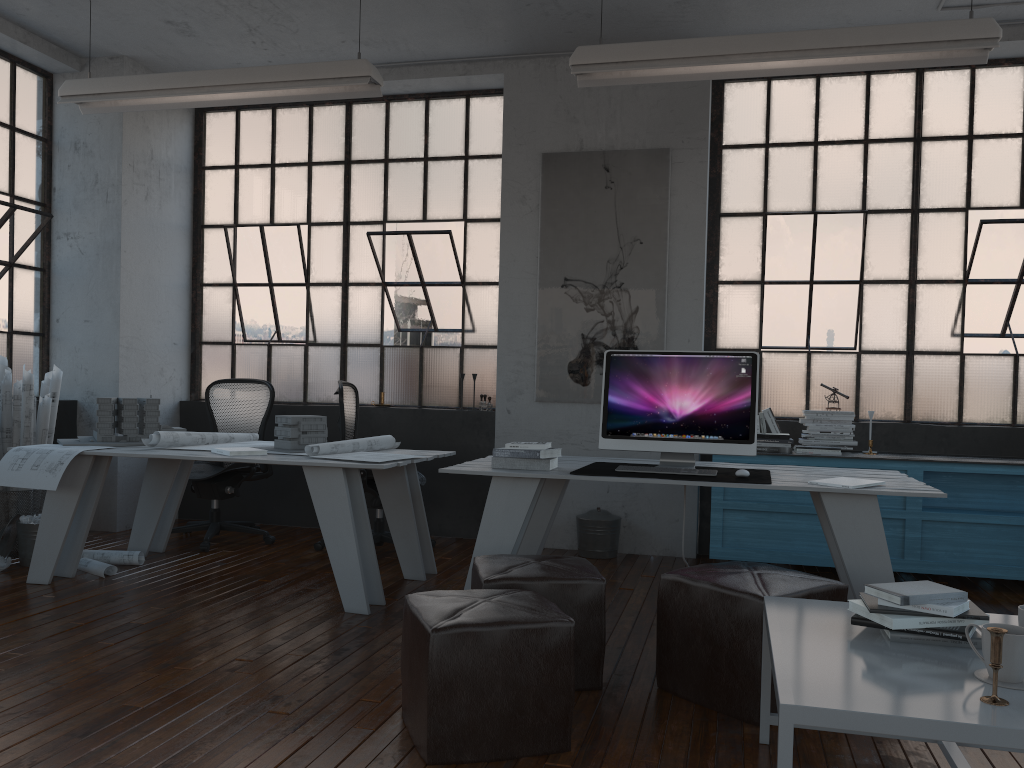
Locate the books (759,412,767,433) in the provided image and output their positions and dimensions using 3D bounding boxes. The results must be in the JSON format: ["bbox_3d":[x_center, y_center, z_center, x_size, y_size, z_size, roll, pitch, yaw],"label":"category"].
[{"bbox_3d":[1.579,0.290,5.563,0.065,0.224,0.161,2,1,14],"label":"books"}]

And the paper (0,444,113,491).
[{"bbox_3d":[-2.328,0.414,4.483,0.439,0.183,0.434,1,0,13],"label":"paper"}]

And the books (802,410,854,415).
[{"bbox_3d":[1.943,0.174,5.459,0.288,0.016,0.182,1,0,14],"label":"books"}]

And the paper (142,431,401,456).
[{"bbox_3d":[-1.291,0.315,4.918,1.075,0.105,0.975,1,0,14],"label":"paper"}]

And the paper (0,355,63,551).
[{"bbox_3d":[-2.950,0.404,5.311,0.412,1.199,0.440,1,1,-8],"label":"paper"}]

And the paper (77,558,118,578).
[{"bbox_3d":[-2.267,1.001,4.834,0.341,0.069,0.083,1,0,39],"label":"paper"}]

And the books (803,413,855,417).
[{"bbox_3d":[1.951,0.190,5.468,0.288,0.016,0.182,1,0,14],"label":"books"}]

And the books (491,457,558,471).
[{"bbox_3d":[0.062,0.362,4.102,0.271,0.050,0.200,1,0,14],"label":"books"}]

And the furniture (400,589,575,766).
[{"bbox_3d":[-0.088,0.877,2.730,0.470,0.431,0.471,1,0,-17],"label":"furniture"}]

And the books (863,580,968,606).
[{"bbox_3d":[1.035,0.537,2.279,0.202,0.026,0.141,2,0,-16],"label":"books"}]

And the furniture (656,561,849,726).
[{"bbox_3d":[0.842,0.889,3.131,0.503,0.461,0.502,1,1,-38],"label":"furniture"}]

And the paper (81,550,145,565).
[{"bbox_3d":[-2.311,0.992,5.040,0.466,0.094,0.113,1,0,-1],"label":"paper"}]

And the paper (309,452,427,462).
[{"bbox_3d":[-0.703,0.359,4.392,0.428,0.001,0.484,1,0,25],"label":"paper"}]

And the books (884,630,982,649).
[{"bbox_3d":[1.079,0.641,2.291,0.218,0.028,0.171,1,0,14],"label":"books"}]

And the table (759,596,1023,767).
[{"bbox_3d":[1.126,0.875,2.120,0.991,0.445,0.972,1,0,14],"label":"table"}]

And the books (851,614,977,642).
[{"bbox_3d":[1.051,0.617,2.310,0.274,0.025,0.210,1,0,34],"label":"books"}]

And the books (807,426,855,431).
[{"bbox_3d":[1.963,0.271,5.470,0.263,0.017,0.167,1,0,14],"label":"books"}]

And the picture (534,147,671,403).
[{"bbox_3d":[0.586,-0.699,5.797,0.853,1.651,0.025,2,1,14],"label":"picture"}]

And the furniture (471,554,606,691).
[{"bbox_3d":[0.083,0.881,3.319,0.479,0.439,0.480,1,0,-7],"label":"furniture"}]

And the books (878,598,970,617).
[{"bbox_3d":[1.055,0.560,2.272,0.184,0.026,0.125,1,0,44],"label":"books"}]

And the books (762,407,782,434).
[{"bbox_3d":[1.650,0.289,5.550,0.169,0.284,0.176,2,1,14],"label":"books"}]

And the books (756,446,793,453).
[{"bbox_3d":[1.554,0.390,5.346,0.258,0.032,0.191,1,0,16],"label":"books"}]

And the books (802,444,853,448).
[{"bbox_3d":[1.941,0.376,5.465,0.285,0.012,0.159,1,0,14],"label":"books"}]

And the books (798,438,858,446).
[{"bbox_3d":[1.946,0.357,5.474,0.330,0.025,0.176,1,0,14],"label":"books"}]

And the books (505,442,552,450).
[{"bbox_3d":[0.078,0.284,4.089,0.185,0.030,0.153,1,0,15],"label":"books"}]

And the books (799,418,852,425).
[{"bbox_3d":[1.936,0.232,5.490,0.296,0.028,0.180,1,0,14],"label":"books"}]

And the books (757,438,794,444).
[{"bbox_3d":[1.556,0.339,5.347,0.258,0.023,0.212,1,0,14],"label":"books"}]

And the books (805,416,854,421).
[{"bbox_3d":[1.953,0.209,5.468,0.273,0.021,0.174,1,0,14],"label":"books"}]

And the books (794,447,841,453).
[{"bbox_3d":[1.814,0.391,5.278,0.248,0.014,0.187,1,0,12],"label":"books"}]

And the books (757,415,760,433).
[{"bbox_3d":[1.545,0.309,5.578,0.046,0.224,0.161,2,1,14],"label":"books"}]

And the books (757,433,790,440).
[{"bbox_3d":[1.547,0.314,5.345,0.239,0.028,0.191,1,0,16],"label":"books"}]

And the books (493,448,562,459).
[{"bbox_3d":[0.071,0.315,4.075,0.257,0.044,0.193,1,0,34],"label":"books"}]

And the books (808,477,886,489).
[{"bbox_3d":[1.393,0.410,3.688,0.243,0.019,0.205,2,0,-36],"label":"books"}]

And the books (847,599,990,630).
[{"bbox_3d":[1.053,0.594,2.308,0.272,0.031,0.200,2,0,-11],"label":"books"}]

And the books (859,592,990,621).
[{"bbox_3d":[1.061,0.576,2.303,0.275,0.014,0.200,1,0,14],"label":"books"}]

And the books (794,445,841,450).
[{"bbox_3d":[1.818,0.379,5.283,0.251,0.012,0.202,1,0,15],"label":"books"}]

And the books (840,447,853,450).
[{"bbox_3d":[1.956,0.390,5.466,0.254,0.012,0.161,1,0,14],"label":"books"}]

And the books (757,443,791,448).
[{"bbox_3d":[1.545,0.362,5.341,0.242,0.023,0.191,1,0,12],"label":"books"}]

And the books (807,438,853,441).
[{"bbox_3d":[1.959,0.339,5.470,0.254,0.013,0.161,1,0,14],"label":"books"}]
